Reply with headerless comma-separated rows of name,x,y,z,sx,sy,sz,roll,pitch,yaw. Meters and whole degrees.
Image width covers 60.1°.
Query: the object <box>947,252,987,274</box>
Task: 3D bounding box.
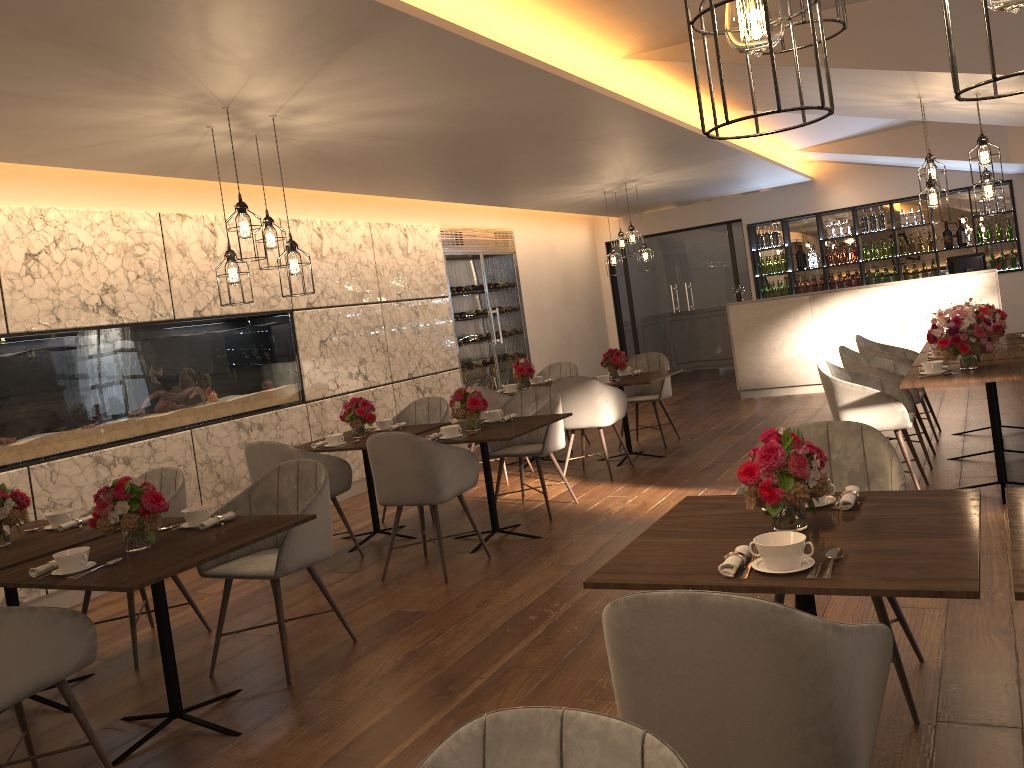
object,5.136,-1.293,9.966,0.408,0.328,0.130,-8,2,6

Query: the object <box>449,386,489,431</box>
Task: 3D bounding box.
object,-0.267,0.147,5.699,0.235,0.301,0.304,-9,3,-29

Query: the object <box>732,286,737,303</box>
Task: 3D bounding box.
object,2.785,-1.123,11.054,0.065,0.207,0.065,-7,1,20

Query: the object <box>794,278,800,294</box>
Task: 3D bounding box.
object,3.987,-1.351,12.388,0.065,0.261,0.066,-8,1,7

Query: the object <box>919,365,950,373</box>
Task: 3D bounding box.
object,2.579,-0.095,5.410,0.175,0.039,0.056,-6,4,28

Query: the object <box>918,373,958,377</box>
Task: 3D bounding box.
object,2.515,-0.054,5.229,0.210,0.004,0.022,-6,5,28

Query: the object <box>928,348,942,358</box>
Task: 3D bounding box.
object,2.960,-0.220,6.130,0.148,0.072,0.148,-9,4,-19

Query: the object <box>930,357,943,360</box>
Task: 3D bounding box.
object,2.928,-0.178,6.021,0.196,0.015,0.043,-6,4,25

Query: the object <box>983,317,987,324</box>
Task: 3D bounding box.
object,3.192,-0.367,6.101,0.306,0.301,0.233,-10,3,-42

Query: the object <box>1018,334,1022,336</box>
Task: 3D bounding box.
object,3.968,-0.381,6.770,0.196,0.015,0.043,-6,4,25

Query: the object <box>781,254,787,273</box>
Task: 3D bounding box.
object,3.820,-1.699,12.445,0.065,0.261,0.066,-8,1,7

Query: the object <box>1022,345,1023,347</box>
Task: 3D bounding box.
object,3.548,-0.262,5.982,0.196,0.015,0.043,-6,4,25

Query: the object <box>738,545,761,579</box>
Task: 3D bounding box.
object,0.590,0.438,2.186,0.025,0.024,0.193,-6,4,29

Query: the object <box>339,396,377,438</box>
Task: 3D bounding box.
object,-1.083,0.223,6.175,0.235,0.301,0.304,-10,3,-40

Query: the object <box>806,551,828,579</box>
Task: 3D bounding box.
object,0.736,0.433,2.127,0.022,0.004,0.212,-6,5,29

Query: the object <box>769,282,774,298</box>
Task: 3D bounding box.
object,3.677,-1.321,12.556,0.065,0.261,0.066,-8,1,7

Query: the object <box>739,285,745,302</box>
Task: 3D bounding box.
object,2.862,-1.131,11.017,0.065,0.207,0.146,-7,2,20

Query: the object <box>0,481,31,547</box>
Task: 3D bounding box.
object,-2.291,0.567,3.910,0.233,0.301,0.307,-7,3,30

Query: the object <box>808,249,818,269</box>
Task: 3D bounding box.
object,4.162,-1.740,12.255,0.108,0.281,0.108,-8,2,-15

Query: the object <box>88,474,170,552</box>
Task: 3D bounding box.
object,-1.473,0.490,3.432,0.305,0.301,0.235,-8,2,6

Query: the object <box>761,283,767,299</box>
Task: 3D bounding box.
object,3.581,-1.312,12.609,0.065,0.261,0.066,-8,1,7

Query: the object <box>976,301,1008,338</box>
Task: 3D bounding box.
object,3.637,-0.484,6.785,0.306,0.301,0.234,-9,2,-14

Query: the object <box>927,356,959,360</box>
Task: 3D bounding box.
object,2.952,-0.178,6.049,0.210,0.004,0.022,-6,5,28

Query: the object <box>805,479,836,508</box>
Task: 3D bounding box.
object,0.905,0.331,2.693,0.148,0.072,0.148,-8,4,-4

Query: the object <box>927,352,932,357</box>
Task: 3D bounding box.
object,3.016,-0.219,6.230,0.175,0.039,0.056,-6,4,28

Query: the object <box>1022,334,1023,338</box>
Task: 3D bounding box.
object,3.877,-0.364,6.560,0.175,0.039,0.056,-6,4,28

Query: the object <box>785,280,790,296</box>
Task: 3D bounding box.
object,3.870,-1.340,12.451,0.065,0.261,0.066,-8,1,7

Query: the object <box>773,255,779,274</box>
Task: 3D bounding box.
object,3.724,-1.689,12.497,0.065,0.261,0.066,-8,1,7

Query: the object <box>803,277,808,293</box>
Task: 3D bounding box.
object,4.083,-1.361,12.335,0.065,0.261,0.066,-8,1,7

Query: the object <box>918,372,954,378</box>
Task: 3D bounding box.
object,2.492,-0.054,5.201,0.196,0.015,0.043,-6,4,25

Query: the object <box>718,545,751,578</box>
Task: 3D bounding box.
object,0.554,0.435,2.194,0.056,0.039,0.176,-6,5,29

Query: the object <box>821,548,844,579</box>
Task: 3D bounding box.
object,0.763,0.425,2.104,0.042,0.015,0.198,-6,5,25

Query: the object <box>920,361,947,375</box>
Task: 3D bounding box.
object,2.524,-0.096,5.309,0.148,0.072,0.148,-9,4,-19

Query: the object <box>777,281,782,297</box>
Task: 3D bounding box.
object,3.774,-1.330,12.504,0.065,0.261,0.066,-8,1,7

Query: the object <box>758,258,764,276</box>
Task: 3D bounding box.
object,3.531,-1.670,12.602,0.065,0.261,0.066,-8,1,7

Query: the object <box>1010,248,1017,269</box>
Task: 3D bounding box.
object,6.299,-1.577,11.130,0.065,0.261,0.066,-8,1,7

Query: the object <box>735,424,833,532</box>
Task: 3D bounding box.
object,0.752,0.253,2.465,0.306,0.301,0.233,-10,3,-42

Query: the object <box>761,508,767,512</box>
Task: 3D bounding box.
object,0.808,0.371,2.726,0.042,0.015,0.198,-5,5,32

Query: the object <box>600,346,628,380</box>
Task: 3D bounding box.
object,0.904,-0.188,7.928,0.234,0.301,0.305,-9,3,-14

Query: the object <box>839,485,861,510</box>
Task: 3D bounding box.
object,1.007,0.338,2.639,0.056,0.039,0.176,-6,5,29

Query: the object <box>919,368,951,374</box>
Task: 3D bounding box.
object,2.573,-0.084,5.375,0.192,0.024,0.025,-6,4,28

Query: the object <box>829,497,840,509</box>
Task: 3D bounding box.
object,0.973,0.349,2.647,0.025,0.024,0.193,-6,4,29

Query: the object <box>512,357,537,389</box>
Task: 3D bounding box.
object,0.120,-0.112,8.346,0.234,0.301,0.306,-8,3,4

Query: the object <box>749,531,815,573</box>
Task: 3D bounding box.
object,0.651,0.409,2.140,0.148,0.072,0.148,-8,4,-4

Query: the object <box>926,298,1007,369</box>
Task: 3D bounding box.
object,2.724,-0.304,5.327,0.419,0.425,0.407,-7,3,17

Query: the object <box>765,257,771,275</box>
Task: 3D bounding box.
object,3.627,-1.680,12.549,0.065,0.261,0.066,-8,1,7

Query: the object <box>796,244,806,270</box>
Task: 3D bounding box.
object,4.014,-1.766,12.339,0.104,0.359,0.104,-8,1,0
